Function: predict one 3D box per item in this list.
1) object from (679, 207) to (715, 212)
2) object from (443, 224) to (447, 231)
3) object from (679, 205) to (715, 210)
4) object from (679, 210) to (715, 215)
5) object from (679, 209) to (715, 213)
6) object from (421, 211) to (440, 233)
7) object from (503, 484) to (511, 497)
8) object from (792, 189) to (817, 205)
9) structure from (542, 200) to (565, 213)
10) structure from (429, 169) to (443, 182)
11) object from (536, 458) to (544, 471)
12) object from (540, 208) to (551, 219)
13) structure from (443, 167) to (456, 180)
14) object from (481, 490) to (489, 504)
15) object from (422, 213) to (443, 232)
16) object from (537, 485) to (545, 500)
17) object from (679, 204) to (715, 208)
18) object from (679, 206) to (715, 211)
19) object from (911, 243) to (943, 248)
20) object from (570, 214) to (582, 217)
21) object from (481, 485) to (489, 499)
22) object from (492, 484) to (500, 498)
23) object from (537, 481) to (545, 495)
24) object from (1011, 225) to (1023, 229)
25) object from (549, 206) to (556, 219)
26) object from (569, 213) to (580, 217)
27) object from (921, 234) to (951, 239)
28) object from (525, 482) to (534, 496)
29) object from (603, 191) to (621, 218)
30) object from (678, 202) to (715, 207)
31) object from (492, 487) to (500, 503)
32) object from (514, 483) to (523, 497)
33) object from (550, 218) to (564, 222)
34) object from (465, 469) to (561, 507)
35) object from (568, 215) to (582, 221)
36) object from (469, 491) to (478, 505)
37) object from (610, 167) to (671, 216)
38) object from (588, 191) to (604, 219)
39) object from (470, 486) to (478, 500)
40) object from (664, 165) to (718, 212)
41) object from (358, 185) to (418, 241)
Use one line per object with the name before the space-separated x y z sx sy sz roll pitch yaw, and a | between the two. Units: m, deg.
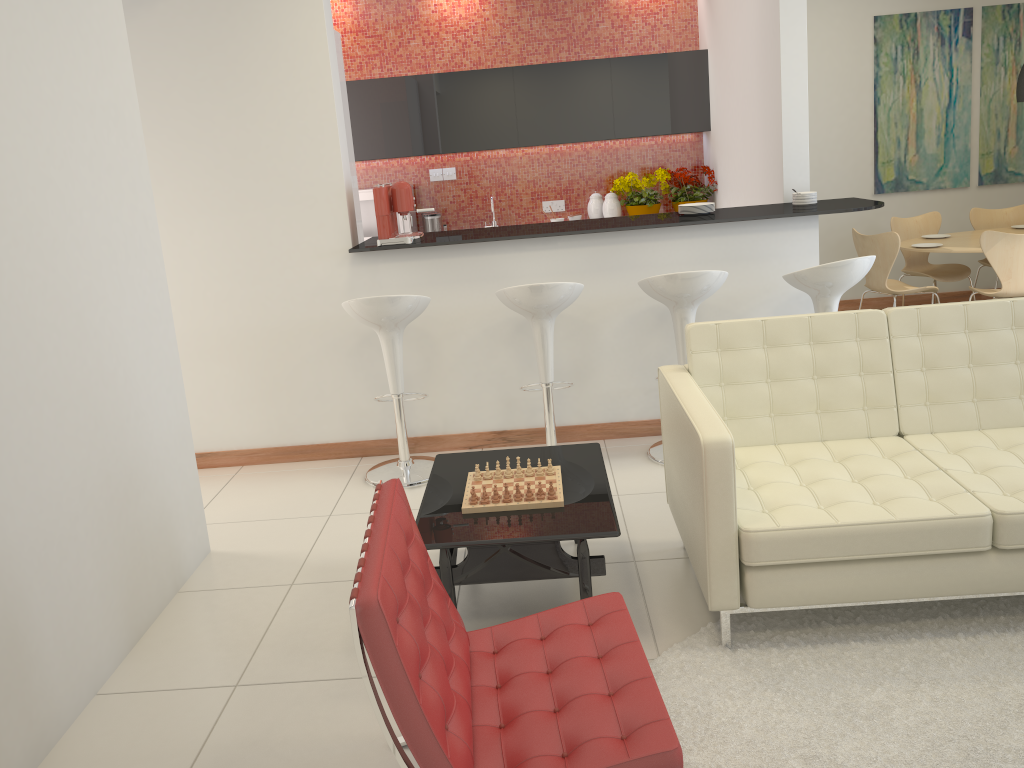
object | 1.083 -1.018 5.187 0.211 0.015 0.212 10 21 44
object | -0.586 -1.360 7.800 0.037 0.091 0.038 -4 12 2
object | 1.081 -1.032 5.184 0.211 0.015 0.212 10 21 44
object | 1.084 -1.005 5.190 0.211 0.015 0.212 10 21 44
object | 1.083 -1.012 5.189 0.211 0.015 0.212 10 21 44
object | -0.712 -1.419 7.870 0.172 0.213 0.174 0 14 20
object | -0.018 0.383 3.184 0.030 0.049 0.030 -3 13 10
object | 1.718 -1.117 5.244 0.173 0.096 0.141 -6 14 -5
structure | 0.372 -1.585 7.900 0.198 0.098 0.017 -4 12 2
structure | -0.674 -1.857 7.868 0.114 0.103 0.013 -4 12 2
object | 0.106 0.311 3.414 0.030 0.052 0.030 -6 12 -5
object | 0.322 -1.423 7.582 0.164 0.176 0.011 -1 12 16
structure | -0.556 -1.867 7.867 0.114 0.103 0.009 -4 12 2
object | -0.099 0.398 3.147 0.030 0.052 0.030 -3 12 10
object | -0.677 -1.362 7.640 0.172 0.213 0.174 0 14 20
object | 0.100 0.383 3.140 0.030 0.052 0.030 -3 12 10
object | 1.081 -1.039 5.183 0.211 0.015 0.212 10 21 44
object | 1.082 -1.025 5.186 0.211 0.015 0.212 10 21 44
object | 3.044 -1.014 6.494 0.210 0.015 0.213 2 16 23
object | 0.552 -1.468 7.708 0.008 0.008 0.237 3 16 31
object | -0.098 0.389 3.187 0.030 0.049 0.030 -3 13 10
object | -0.058 0.386 3.185 0.030 0.049 0.030 -3 13 10
object | 0.101 0.374 3.179 0.030 0.049 0.030 -3 13 10
object | 4.104 -1.254 7.069 0.210 0.015 0.213 0 15 19
object | 0.367 -1.440 7.626 0.009 0.193 0.141 -11 14 -27
object | 0.548 -1.475 7.736 0.008 0.008 0.237 2 16 26
object | 3.325 -1.155 6.944 0.210 0.015 0.213 2 16 23
object | 0.061 0.377 3.181 0.030 0.049 0.030 -3 13 10
object | 0.852 -1.504 7.556 0.160 0.280 0.160 -14 15 -35
object | 1.080 -1.045 5.182 0.211 0.015 0.212 10 21 44
object | -0.059 0.393 3.146 0.030 0.054 0.030 -3 12 10
object | 0.022 0.380 3.182 0.030 0.049 0.030 -3 13 10
object | 0.390 -1.374 7.582 0.121 0.083 0.122 1 15 22
object | 0.006 0.378 3.286 0.346 0.001 0.354 -4 15 2
object | 0.550 -1.428 7.736 0.121 0.083 0.122 -13 16 -32
object | -0.138 0.405 3.150 0.030 0.043 0.030 -3 13 10
object | 1.101 -1.607 7.529 0.522 0.444 0.509 -4 13 5
object | 0.737 -1.533 7.707 0.160 0.280 0.160 -14 15 -35
object | -0.138 0.392 3.188 0.030 0.049 0.030 -3 13 10
object | 1.520 -1.639 7.517 0.504 0.444 0.527 -9 14 -17
object | -1.219 -1.455 7.682 0.722 0.465 0.441 -4 13 2
